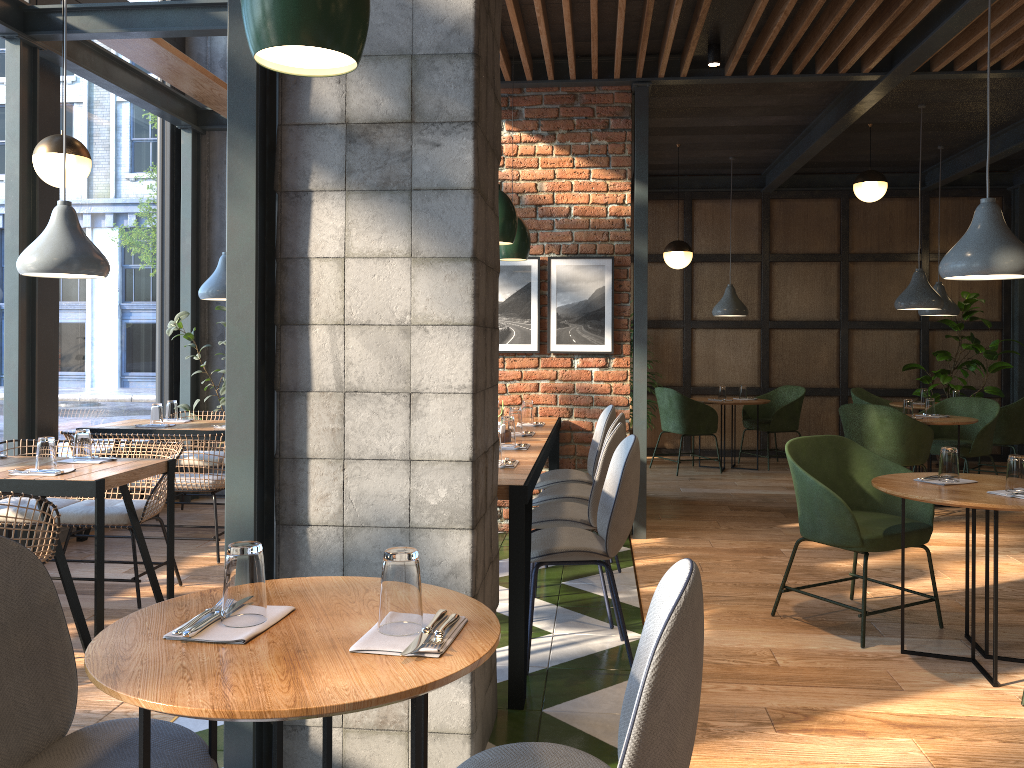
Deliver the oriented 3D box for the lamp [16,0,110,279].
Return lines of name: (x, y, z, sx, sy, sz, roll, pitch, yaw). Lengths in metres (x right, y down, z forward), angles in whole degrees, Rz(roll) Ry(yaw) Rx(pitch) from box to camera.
lamp: (-1.871, -2.698, 3.727, 0.353, 4.490, 0.353, 0, 0, -33)

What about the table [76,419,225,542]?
table: (-2.038, 0.617, 5.752, 1.271, 0.706, 0.658, 1, 1, 6)

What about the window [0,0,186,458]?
window: (-3.093, -2.091, 2.751, 0.127, 5.597, 8.728, 0, 2, 6)

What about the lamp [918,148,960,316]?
lamp: (4.001, -2.886, 8.281, 0.353, 4.490, 0.353, 0, 0, 41)

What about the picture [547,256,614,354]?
picture: (0.446, -0.513, 5.761, 0.430, 0.631, 0.015, 0, 0, 6)

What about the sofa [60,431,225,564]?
sofa: (-2.092, 0.631, 5.192, 1.091, 0.733, 0.471, 0, 1, 6)

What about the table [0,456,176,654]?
table: (-2.223, 0.708, 3.839, 1.271, 0.706, 0.658, 1, 1, 6)

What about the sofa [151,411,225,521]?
sofa: (-1.984, 0.577, 6.316, 1.091, 0.733, 0.471, 0, 1, 6)

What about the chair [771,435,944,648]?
chair: (1.558, 0.665, 3.992, 0.638, 0.819, 0.515, 0, 1, -29)

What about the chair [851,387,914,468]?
chair: (3.589, 0.454, 8.604, 0.515, 0.818, 0.638, 1, 1, 37)

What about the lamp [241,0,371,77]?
lamp: (-0.359, -1.581, 1.569, 0.224, 2.022, 0.224, 0, 0, 9)

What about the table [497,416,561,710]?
table: (-0.142, 0.661, 4.432, 0.658, 0.765, 2.775, 0, 3, 6)

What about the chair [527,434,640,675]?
chair: (0.253, 0.646, 3.534, 0.507, 0.887, 0.418, 0, 0, 2)

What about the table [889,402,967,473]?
table: (3.963, 0.537, 8.282, 0.807, 0.687, 0.808, 0, 2, 6)

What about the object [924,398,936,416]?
object: (3.268, 0.179, 6.928, 0.080, 0.138, 0.080, 1, 1, 43)

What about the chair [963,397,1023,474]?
chair: (4.367, 0.491, 7.926, 0.515, 0.818, 0.638, 1, 1, 42)

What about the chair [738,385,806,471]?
chair: (2.664, 0.429, 9.023, 0.515, 0.818, 0.639, 0, 1, -19)

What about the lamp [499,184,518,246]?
lamp: (-0.079, -1.719, 4.469, 0.224, 2.022, 0.224, 0, 0, 9)

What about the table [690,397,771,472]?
table: (2.159, 0.501, 8.837, 0.807, 0.687, 0.808, -1, 2, -45)

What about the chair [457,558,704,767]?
chair: (0.069, 0.741, 1.523, 0.507, 0.887, 0.418, 0, 1, 12)

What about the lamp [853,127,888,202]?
lamp: (3.023, -3.426, 7.450, 0.268, 3.794, 0.268, 0, 0, -15)

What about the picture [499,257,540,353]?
picture: (-0.032, -0.518, 5.807, 0.430, 0.631, 0.015, 0, 0, 6)

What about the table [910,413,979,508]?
table: (3.149, 0.602, 6.847, 0.807, 0.687, 0.808, -1, 2, -43)

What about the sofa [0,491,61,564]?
sofa: (-2.278, 0.722, 3.275, 1.091, 0.733, 0.471, 0, 1, 6)

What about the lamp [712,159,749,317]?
lamp: (2.184, -2.921, 8.817, 0.353, 4.490, 0.353, 0, 0, 41)

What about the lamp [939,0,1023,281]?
lamp: (1.908, -2.668, 3.530, 0.353, 4.490, 0.353, 0, 0, 41)

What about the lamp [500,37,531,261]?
lamp: (0.007, -1.761, 5.357, 0.224, 2.022, 0.224, 0, 0, 9)

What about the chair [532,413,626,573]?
chair: (0.344, 0.591, 4.678, 0.507, 0.887, 0.418, 0, 1, 12)

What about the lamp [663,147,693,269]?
lamp: (1.556, -2.967, 8.255, 0.268, 3.794, 0.268, 0, 0, -41)

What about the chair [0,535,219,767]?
chair: (-0.815, 0.731, 1.641, 0.507, 0.887, 0.418, 0, 1, 7)

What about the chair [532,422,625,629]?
chair: (0.267, 0.618, 4.109, 0.507, 0.887, 0.418, 0, 1, 12)

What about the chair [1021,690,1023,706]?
chair: (2.112, 0.717, 2.966, 0.638, 0.819, 0.515, 0, 1, -24)

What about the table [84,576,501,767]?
table: (-0.372, 0.807, 1.570, 0.699, 0.747, 0.700, 1, 1, 16)

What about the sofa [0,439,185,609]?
sofa: (-2.169, 0.668, 4.399, 1.091, 0.733, 0.471, 0, 1, 6)

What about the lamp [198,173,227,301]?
lamp: (-1.875, -2.801, 5.856, 0.353, 4.490, 0.353, 0, 0, 41)

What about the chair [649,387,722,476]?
chair: (1.699, 0.441, 8.660, 0.515, 0.818, 0.639, 0, 1, -19)

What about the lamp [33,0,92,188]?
lamp: (-2.276, -2.893, 4.505, 0.268, 3.794, 0.268, 0, 0, -26)

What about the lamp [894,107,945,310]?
lamp: (3.157, -2.821, 6.842, 0.353, 4.490, 0.353, 0, 0, 41)

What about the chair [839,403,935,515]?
chair: (2.750, 0.548, 6.557, 0.515, 0.818, 0.639, 0, 1, -39)

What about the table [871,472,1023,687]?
table: (1.863, 0.755, 3.523, 0.807, 0.687, 0.807, 1, 2, 36)

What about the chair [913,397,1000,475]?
chair: (3.589, 0.524, 7.158, 0.515, 0.818, 0.639, 0, 1, -34)

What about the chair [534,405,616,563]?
chair: (0.357, 0.565, 5.227, 0.507, 0.887, 0.418, 0, 0, 2)
